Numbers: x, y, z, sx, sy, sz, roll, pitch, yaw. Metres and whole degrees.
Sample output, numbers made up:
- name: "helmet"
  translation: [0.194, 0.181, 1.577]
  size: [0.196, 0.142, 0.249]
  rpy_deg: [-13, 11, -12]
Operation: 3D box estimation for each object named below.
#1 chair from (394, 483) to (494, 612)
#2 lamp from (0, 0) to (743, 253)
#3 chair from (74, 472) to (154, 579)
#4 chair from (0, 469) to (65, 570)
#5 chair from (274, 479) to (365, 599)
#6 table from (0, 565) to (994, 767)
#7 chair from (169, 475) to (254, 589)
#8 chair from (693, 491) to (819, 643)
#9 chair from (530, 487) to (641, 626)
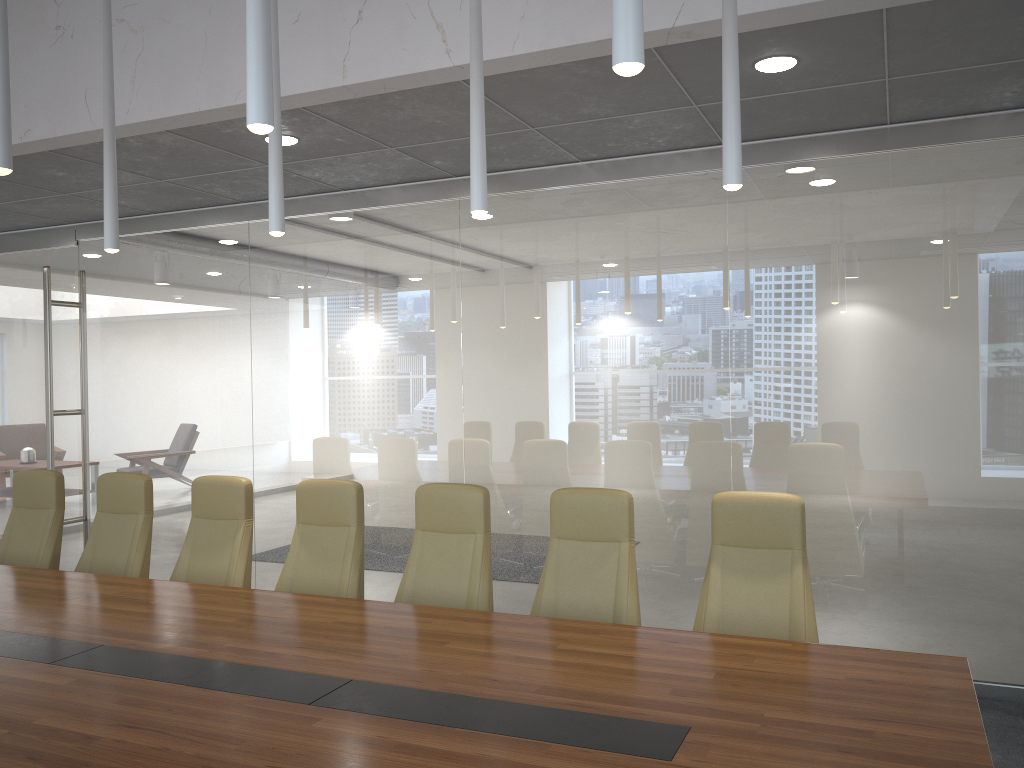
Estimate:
- name: "chair"
  translation: [-0.488, 1.248, 4.432]
  size: [0.711, 1.406, 0.955]
  rpy_deg: [-1, 0, 24]
- name: "lamp"
  translation: [-1.793, -1.832, 3.541]
  size: [7.258, 2.378, 2.619]
  rpy_deg: [-1, 0, 24]
- name: "chair"
  translation: [-2.692, 1.285, 5.392]
  size: [0.711, 1.406, 0.955]
  rpy_deg: [-1, 0, 24]
- name: "chair"
  translation: [-3.425, 1.297, 5.711]
  size: [0.711, 1.406, 0.955]
  rpy_deg: [-1, 0, 24]
- name: "chair"
  translation: [-1.221, 1.260, 4.752]
  size: [0.711, 1.406, 0.955]
  rpy_deg: [-1, 0, 24]
- name: "table"
  translation: [-1.733, 1.528, 3.552]
  size: [6.500, 0.895, 2.300]
  rpy_deg: [-1, 0, 24]
- name: "chair"
  translation: [-1.950, 1.272, 5.069]
  size: [0.711, 1.406, 0.955]
  rpy_deg: [-1, 0, 24]
- name: "chair"
  translation: [1.016, 1.223, 3.852]
  size: [0.711, 1.406, 0.955]
  rpy_deg: [-1, 0, 24]
- name: "chair"
  translation: [0.242, 1.236, 4.115]
  size: [0.711, 1.406, 0.955]
  rpy_deg: [-1, 0, 24]
